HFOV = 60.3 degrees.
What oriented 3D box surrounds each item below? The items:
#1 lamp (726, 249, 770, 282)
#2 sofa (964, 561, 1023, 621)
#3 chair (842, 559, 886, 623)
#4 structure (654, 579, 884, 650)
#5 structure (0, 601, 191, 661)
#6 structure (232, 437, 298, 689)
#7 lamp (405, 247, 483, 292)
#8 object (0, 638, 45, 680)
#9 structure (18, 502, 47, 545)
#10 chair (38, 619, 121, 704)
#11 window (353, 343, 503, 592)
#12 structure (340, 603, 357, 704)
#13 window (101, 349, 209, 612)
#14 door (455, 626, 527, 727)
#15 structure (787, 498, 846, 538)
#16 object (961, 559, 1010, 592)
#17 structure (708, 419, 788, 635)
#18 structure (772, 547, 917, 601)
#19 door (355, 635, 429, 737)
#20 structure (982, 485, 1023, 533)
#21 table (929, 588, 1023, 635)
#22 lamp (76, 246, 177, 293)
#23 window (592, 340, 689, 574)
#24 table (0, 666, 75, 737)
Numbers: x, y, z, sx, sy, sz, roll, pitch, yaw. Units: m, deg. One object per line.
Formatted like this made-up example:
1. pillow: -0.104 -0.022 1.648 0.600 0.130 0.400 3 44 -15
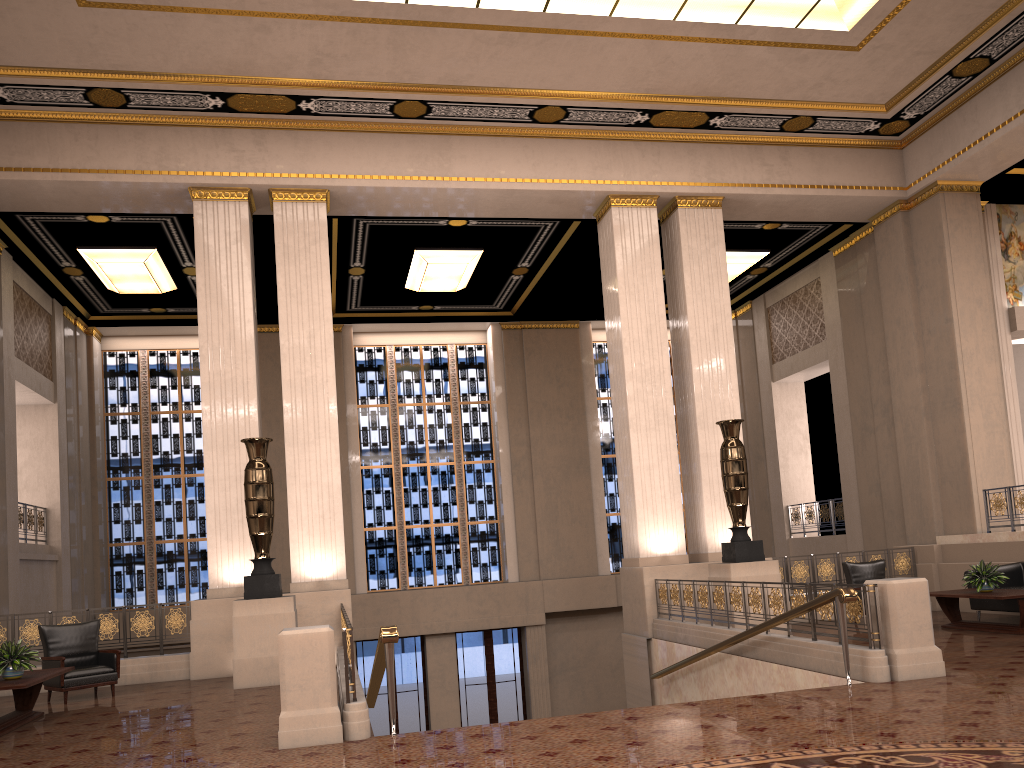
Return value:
1. lamp: 3.965 -2.150 17.001 1.166 0.212 2.048 -2 -11 -12
2. sofa: 6.397 2.471 10.409 0.874 0.698 1.952 -2 -11 -12
3. chair: 4.924 2.784 11.813 0.647 0.835 0.727 -2 -8 -17
4. structure: 2.484 2.430 9.659 0.079 0.530 5.014 -3 -11 -13
5. structure: -5.294 3.119 10.952 2.532 0.648 0.032 -2 -5 -12
6. structure: -2.859 2.018 10.127 0.699 2.761 0.708 -3 -5 -12
7. lamp: -1.260 -2.004 15.885 1.166 0.212 2.048 -2 -11 -12
8. object: -4.544 2.482 7.979 0.504 0.372 0.530 -7 -10 20
9. structure: -7.843 2.257 14.199 0.031 0.659 2.189 -3 -11 -12
10. chair: -4.777 3.054 9.738 0.724 0.835 0.649 -11 -10 42
11. window: -1.839 1.770 19.331 2.984 5.307 0.070 -3 -5 -12
12. structure: -1.650 2.545 8.777 0.079 0.530 5.014 -3 -11 -12
13. window: -6.823 1.909 18.267 2.984 5.307 0.070 -3 -5 -12
14. door: -0.435 6.526 18.675 1.489 2.698 0.157 -3 -5 -12
15. structure: 5.920 2.607 17.066 0.031 0.659 2.189 -3 -11 -12
16. object: 5.471 2.223 10.220 0.504 0.372 0.530 -7 -10 20
17. structure: 2.932 1.857 11.364 0.699 2.761 0.708 -3 -5 -12
18. structure: 4.906 2.835 13.130 2.532 0.648 0.032 -2 -5 -12
19. door: -2.475 6.583 18.239 1.489 2.698 0.157 -3 -5 -12
20. structure: 7.107 1.431 10.729 0.032 0.617 3.752 -3 -11 -12
21. table: 5.510 2.627 10.203 0.838 0.430 1.498 -2 -11 -12
22. lamp: -6.397 -1.861 14.788 1.166 0.212 2.048 -2 -11 -12
23. window: 3.318 1.626 20.432 2.984 5.307 0.070 -3 -5 -12
24. table: -4.637 2.910 8.036 0.838 0.430 1.498 -2 -11 -12
